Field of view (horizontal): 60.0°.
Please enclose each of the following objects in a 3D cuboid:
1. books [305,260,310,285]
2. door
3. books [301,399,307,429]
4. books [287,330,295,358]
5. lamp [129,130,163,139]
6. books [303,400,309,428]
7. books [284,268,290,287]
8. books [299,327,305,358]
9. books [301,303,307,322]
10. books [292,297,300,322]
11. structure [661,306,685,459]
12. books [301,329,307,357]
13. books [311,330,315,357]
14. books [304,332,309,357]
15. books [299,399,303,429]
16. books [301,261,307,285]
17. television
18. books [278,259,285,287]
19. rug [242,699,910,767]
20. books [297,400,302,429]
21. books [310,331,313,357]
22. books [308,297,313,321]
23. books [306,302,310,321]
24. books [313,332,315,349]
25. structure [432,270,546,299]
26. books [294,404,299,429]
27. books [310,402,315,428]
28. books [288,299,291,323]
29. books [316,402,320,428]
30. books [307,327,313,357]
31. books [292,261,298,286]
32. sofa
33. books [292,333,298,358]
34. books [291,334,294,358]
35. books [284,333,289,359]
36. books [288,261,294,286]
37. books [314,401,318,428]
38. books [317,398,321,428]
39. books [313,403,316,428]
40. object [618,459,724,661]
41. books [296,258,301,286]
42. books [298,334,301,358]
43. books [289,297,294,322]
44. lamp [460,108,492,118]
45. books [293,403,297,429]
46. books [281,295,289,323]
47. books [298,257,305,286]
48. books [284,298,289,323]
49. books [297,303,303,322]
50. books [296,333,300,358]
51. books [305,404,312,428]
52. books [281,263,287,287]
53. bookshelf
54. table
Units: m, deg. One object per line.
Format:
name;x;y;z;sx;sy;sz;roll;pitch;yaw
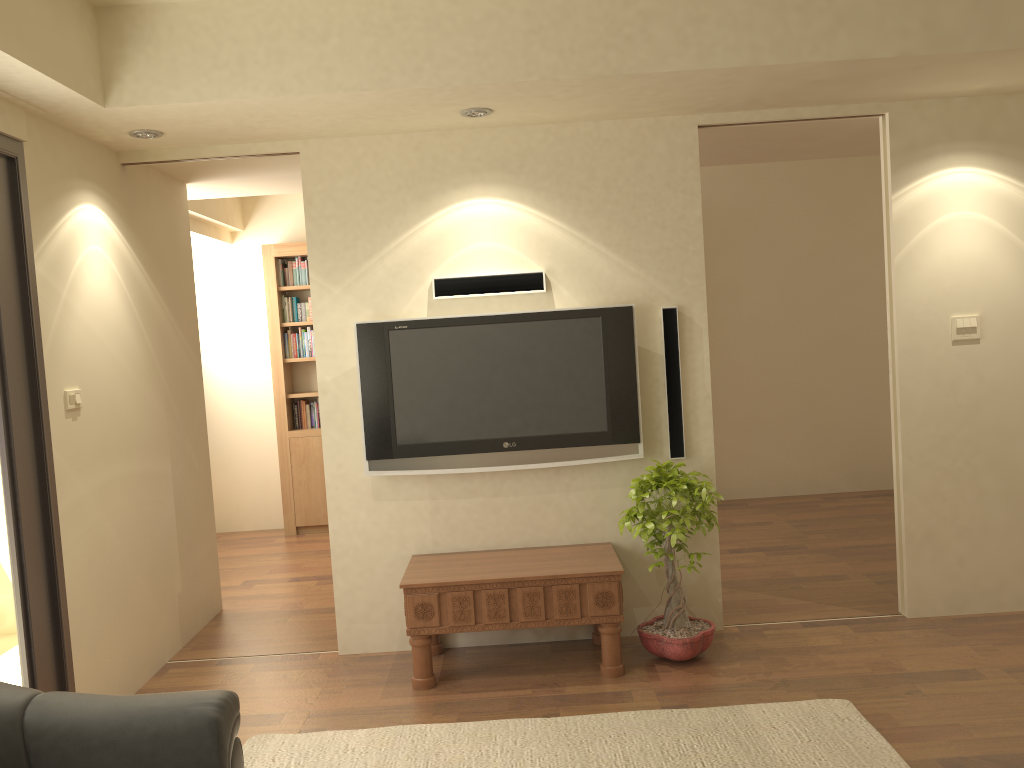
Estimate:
books;-1.722;-0.937;7.524;0.013;0.215;0.168;-4;3;0
door;-1.903;0.273;3.087;0.118;2.420;1.011;-4;3;0
books;-1.785;0.256;7.648;0.016;0.243;0.158;-4;3;0
books;-1.877;-0.340;7.568;0.026;0.237;0.156;-4;3;0
lamp;-1.673;-1.160;4.049;0.143;0.059;0.143;-3;3;6
books;-1.768;0.258;7.649;0.017;0.235;0.157;-4;3;0
books;-1.904;-0.902;7.554;0.036;0.165;0.111;-4;3;0
books;-1.785;-0.355;7.572;0.019;0.255;0.145;-4;3;0
books;-1.766;-0.611;7.585;0.036;0.165;0.111;-4;3;0
books;-1.842;-0.632;7.577;0.036;0.218;0.124;-4;3;0
structure;0.805;-0.006;4.435;0.079;0.764;0.036;-4;3;0
books;-1.761;-0.348;7.576;0.026;0.237;0.139;-4;3;0
books;-1.677;-0.346;7.562;0.014;0.224;0.168;-4;3;0
books;-1.734;-0.336;7.568;0.026;0.211;0.156;-4;3;0
books;-1.801;0.257;7.654;0.015;0.242;0.148;-4;3;0
books;-1.748;-0.931;7.528;0.036;0.206;0.162;-4;3;0
television;-0.062;0.037;4.394;1.377;0.778;0.110;-4;3;0
books;-1.949;-0.934;7.530;0.026;0.237;0.156;-4;3;0
rug;0.150;1.475;1.869;2.482;0.011;3.592;-4;3;0
books;-1.818;0.258;7.651;0.019;0.242;0.152;-4;3;0
books;-1.689;-0.341;7.562;0.009;0.215;0.168;-4;3;0
books;-1.694;-0.634;7.559;0.036;0.206;0.162;-4;3;0
books;-1.730;-0.613;7.585;0.036;0.165;0.111;-4;3;0
books;-1.663;-0.342;7.562;0.013;0.215;0.168;-4;3;0
structure;-0.114;-0.492;4.399;0.559;0.111;0.048;-4;3;0
books;-1.841;0.277;7.647;0.026;0.207;0.163;-4;3;0
books;-1.708;0.262;7.666;0.036;0.218;0.124;-4;3;0
books;-1.880;-0.621;7.561;0.011;0.202;0.158;-4;3;0
books;-1.657;0.261;7.644;0.009;0.215;0.168;-4;3;0
books;-1.709;-0.360;7.568;0.026;0.254;0.154;-4;3;0
books;-1.830;-0.933;7.546;0.036;0.218;0.124;-4;3;0
sofa;-1.205;1.121;1.409;0.944;0.918;2.337;-4;3;0
books;-1.833;-0.327;7.566;0.036;0.206;0.162;-4;3;0
books;-1.857;-0.324;7.568;0.011;0.202;0.158;-4;3;0
books;-1.902;-0.327;7.563;0.026;0.215;0.167;-4;3;0
books;-1.867;-0.930;7.546;0.036;0.218;0.124;-4;3;0
books;-1.670;0.258;7.644;0.014;0.224;0.168;-4;3;0
books;-1.640;0.240;7.650;0.026;0.254;0.154;-4;3;0
books;-1.683;0.263;7.644;0.013;0.215;0.168;-4;3;0
object;0.768;0.816;4.197;0.565;0.957;0.528;-1;5;43
books;-1.801;-0.946;7.531;0.019;0.242;0.152;-4;3;0
books;-1.799;-0.327;7.576;0.011;0.200;0.143;-4;3;0
books;-1.867;-0.627;7.555;0.013;0.215;0.168;-4;3;0
lamp;-0.165;-1.257;4.048;0.143;0.059;0.143;-3;3;6
books;-1.860;0.273;7.665;0.011;0.215;0.127;-4;3;0
books;-1.928;-0.635;7.561;0.026;0.237;0.156;-4;3;0
books;-1.780;-0.954;7.534;0.019;0.255;0.145;-4;3;0
books;-1.900;-0.625;7.556;0.026;0.215;0.167;-4;3;0
books;-1.803;-0.608;7.585;0.036;0.165;0.111;-4;3;0
books;-1.810;-0.329;7.563;0.010;0.206;0.167;-4;3;0
books;-1.742;0.273;7.654;0.032;0.202;0.150;-4;3;0
books;-1.929;-0.919;7.525;0.010;0.206;0.167;-4;3;0
bookshelf;-0.525;-0.040;7.550;2.945;2.440;0.301;-4;3;0
table;0.014;1.097;4.249;1.009;0.493;0.538;-4;3;0
